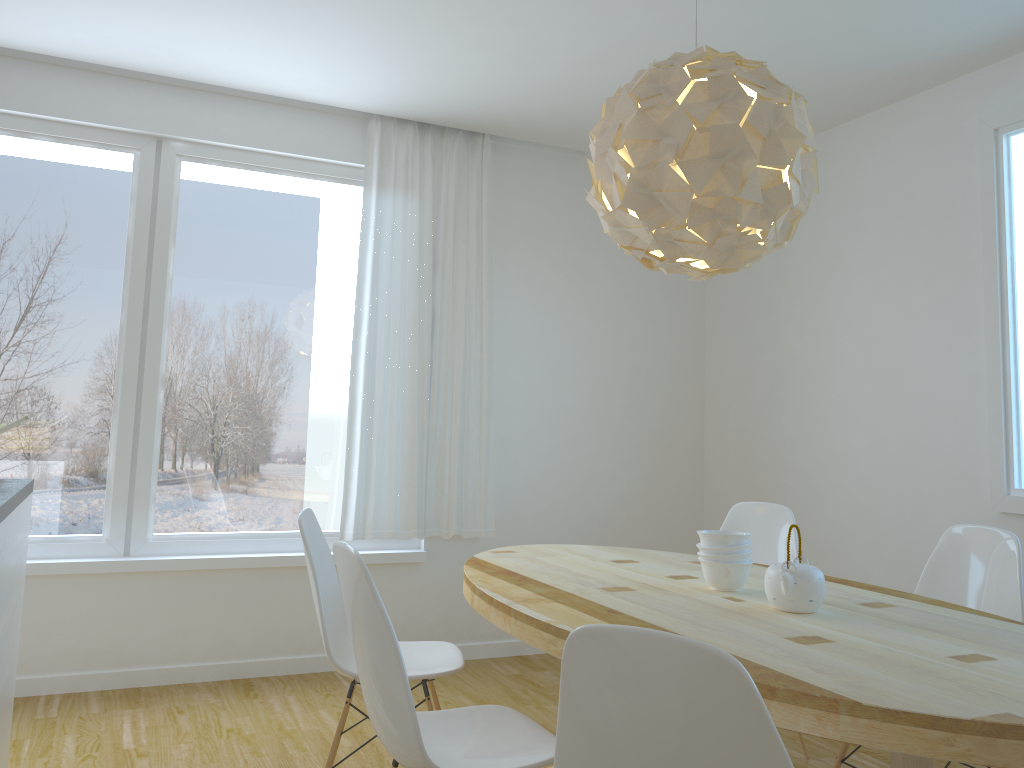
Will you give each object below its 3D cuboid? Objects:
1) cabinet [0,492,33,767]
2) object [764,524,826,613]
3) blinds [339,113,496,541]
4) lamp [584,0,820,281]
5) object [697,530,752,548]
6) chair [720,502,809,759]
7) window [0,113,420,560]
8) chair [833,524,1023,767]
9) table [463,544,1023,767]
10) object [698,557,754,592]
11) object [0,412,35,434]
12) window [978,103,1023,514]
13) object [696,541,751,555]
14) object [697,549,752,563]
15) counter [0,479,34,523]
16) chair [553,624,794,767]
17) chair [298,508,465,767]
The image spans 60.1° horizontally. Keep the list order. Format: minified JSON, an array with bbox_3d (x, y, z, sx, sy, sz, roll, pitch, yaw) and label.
[{"bbox_3d":[-1.329,0.743,1.581,0.599,0.915,2.391,4,-4,-24],"label":"cabinet"},{"bbox_3d":[0.699,0.460,2.225,0.177,0.213,0.146,4,-6,-25],"label":"object"},{"bbox_3d":[-0.411,-0.317,4.448,0.793,2.175,0.149,4,-7,-24],"label":"blinds"},{"bbox_3d":[0.539,-0.846,2.515,0.645,1.143,0.636,4,-6,-25],"label":"lamp"},{"bbox_3d":[0.599,0.460,2.502,0.152,0.087,0.151,1,-4,4],"label":"object"},{"bbox_3d":[0.813,0.903,3.263,0.429,0.908,0.520,-3,-8,40],"label":"chair"},{"bbox_3d":[-1.695,-0.193,4.067,2.722,1.931,0.088,4,-7,-24],"label":"window"},{"bbox_3d":[1.235,0.882,2.630,0.522,0.908,0.428,4,-6,-24],"label":"chair"},{"bbox_3d":[0.542,0.932,2.323,1.191,0.730,2.182,4,-4,-26],"label":"table"},{"bbox_3d":[0.601,0.536,2.491,0.152,0.083,0.151,1,-4,15],"label":"object"},{"bbox_3d":[-1.679,0.179,2.550,0.378,0.215,0.427,1,-4,4],"label":"object"},{"bbox_3d":[1.180,-0.149,2.159,2.544,2.067,1.872,4,-5,-24],"label":"window"},{"bbox_3d":[0.596,0.488,2.497,0.150,0.096,0.151,2,-4,-8],"label":"object"},{"bbox_3d":[0.598,0.512,2.494,0.151,0.093,0.151,1,-4,15],"label":"object"},{"bbox_3d":[-1.314,0.268,1.635,0.599,0.040,2.391,3,-3,-24],"label":"counter"},{"bbox_3d":[0.312,0.783,1.300,0.429,0.908,0.520,-2,-7,36],"label":"chair"},{"bbox_3d":[-0.380,0.832,2.619,0.523,0.908,0.427,2,-6,-4],"label":"chair"}]
